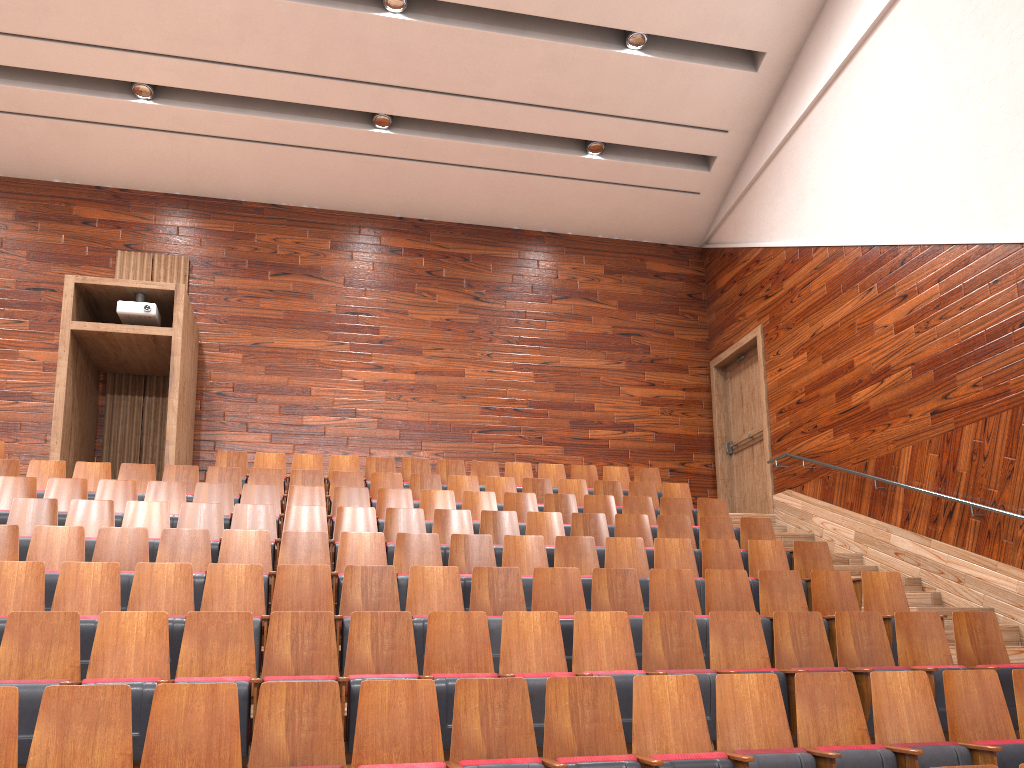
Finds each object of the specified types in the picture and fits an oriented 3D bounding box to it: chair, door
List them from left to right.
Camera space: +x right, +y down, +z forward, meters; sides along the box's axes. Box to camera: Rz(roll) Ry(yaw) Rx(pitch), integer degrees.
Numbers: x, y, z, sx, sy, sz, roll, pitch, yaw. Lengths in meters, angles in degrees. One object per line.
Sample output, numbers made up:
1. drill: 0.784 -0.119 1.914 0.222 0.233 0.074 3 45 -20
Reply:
1. chair: -0.311 0.124 0.485 1.184 0.362 0.793 3 -17 -13
2. door: 0.303 0.064 1.129 0.024 0.233 0.143 2 -13 -13

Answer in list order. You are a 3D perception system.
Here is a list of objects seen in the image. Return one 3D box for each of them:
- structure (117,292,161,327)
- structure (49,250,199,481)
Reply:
1. structure: -0.393 -0.082 0.929 0.038 0.030 0.042 3 -16 -13
2. structure: -0.418 -0.023 0.972 0.117 0.320 0.147 2 -12 -13
